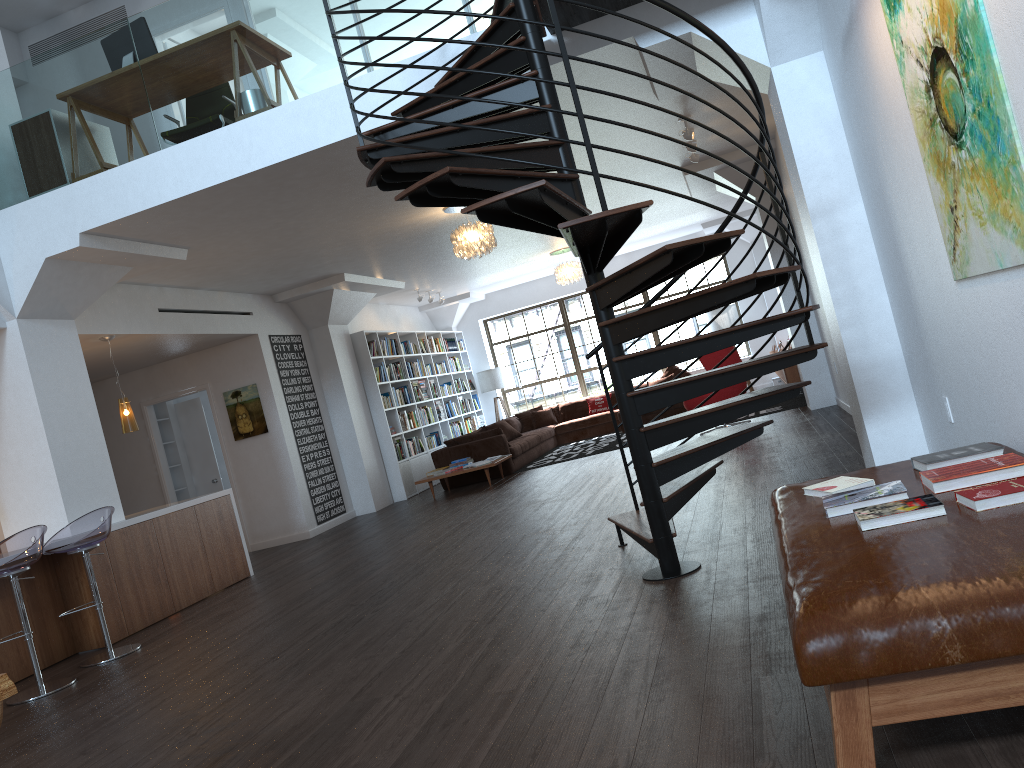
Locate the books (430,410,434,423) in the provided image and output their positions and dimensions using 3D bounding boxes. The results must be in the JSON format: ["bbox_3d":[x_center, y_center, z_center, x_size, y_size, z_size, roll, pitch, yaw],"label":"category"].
[{"bbox_3d":[-1.345,0.526,14.069,0.161,0.223,0.027,-15,0,14],"label":"books"}]

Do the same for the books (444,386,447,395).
[{"bbox_3d":[-1.170,0.133,14.994,0.107,0.167,0.016,-15,0,15],"label":"books"}]

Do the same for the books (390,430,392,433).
[{"bbox_3d":[-1.762,0.683,12.505,0.197,0.033,0.284,-14,0,-10],"label":"books"}]

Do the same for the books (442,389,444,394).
[{"bbox_3d":[-1.218,0.139,14.882,0.128,0.178,0.021,-15,0,15],"label":"books"}]

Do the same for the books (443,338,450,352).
[{"bbox_3d":[-1.223,-0.667,15.744,0.183,0.253,0.042,-15,0,15],"label":"books"}]

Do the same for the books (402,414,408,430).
[{"bbox_3d":[-1.631,0.579,12.993,0.171,0.246,0.057,-15,0,15],"label":"books"}]

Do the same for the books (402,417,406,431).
[{"bbox_3d":[-1.636,0.600,12.903,0.144,0.207,0.048,-15,0,15],"label":"books"}]

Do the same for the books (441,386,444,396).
[{"bbox_3d":[-1.226,0.138,14.859,0.134,0.184,0.029,-15,0,15],"label":"books"}]

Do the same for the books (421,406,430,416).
[{"bbox_3d":[-1.386,0.501,13.958,0.176,0.290,0.036,-15,0,14],"label":"books"}]

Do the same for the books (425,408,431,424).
[{"bbox_3d":[-1.381,0.519,13.922,0.183,0.253,0.034,-15,0,14],"label":"books"}]

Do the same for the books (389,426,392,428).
[{"bbox_3d":[-1.779,0.624,12.505,0.144,0.025,0.204,-15,0,5],"label":"books"}]

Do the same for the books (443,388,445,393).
[{"bbox_3d":[-1.190,0.145,14.930,0.110,0.153,0.017,-15,0,15],"label":"books"}]

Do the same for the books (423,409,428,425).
[{"bbox_3d":[-1.423,0.528,13.766,0.183,0.253,0.034,-15,0,14],"label":"books"}]

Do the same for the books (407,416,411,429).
[{"bbox_3d":[-1.598,0.583,13.112,0.161,0.223,0.026,-15,0,15],"label":"books"}]

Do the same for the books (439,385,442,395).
[{"bbox_3d":[-1.249,0.136,14.764,0.136,0.196,0.043,-15,0,15],"label":"books"}]

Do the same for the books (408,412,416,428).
[{"bbox_3d":[-1.558,0.559,13.275,0.183,0.253,0.034,-15,0,15],"label":"books"}]

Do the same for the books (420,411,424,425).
[{"bbox_3d":[-1.456,0.537,13.629,0.160,0.250,0.026,-15,0,14],"label":"books"}]

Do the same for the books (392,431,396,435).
[{"bbox_3d":[-1.754,0.716,12.504,0.197,0.035,0.284,-15,0,5],"label":"books"}]

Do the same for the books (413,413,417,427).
[{"bbox_3d":[-1.542,0.555,13.339,0.183,0.253,0.034,-15,0,15],"label":"books"}]

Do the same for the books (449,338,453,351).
[{"bbox_3d":[-1.174,-0.678,15.911,0.183,0.253,0.042,-15,0,15],"label":"books"}]

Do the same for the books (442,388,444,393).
[{"bbox_3d":[-1.205,0.139,14.898,0.109,0.171,0.017,-15,0,15],"label":"books"}]

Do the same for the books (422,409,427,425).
[{"bbox_3d":[-1.435,0.531,13.735,0.183,0.253,0.034,-15,0,14],"label":"books"}]

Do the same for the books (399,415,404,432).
[{"bbox_3d":[-1.677,0.589,12.812,0.189,0.247,0.057,-15,0,15],"label":"books"}]

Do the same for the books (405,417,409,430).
[{"bbox_3d":[-1.617,0.588,13.034,0.161,0.223,0.027,-15,0,15],"label":"books"}]

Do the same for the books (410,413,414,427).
[{"bbox_3d":[-1.567,0.572,13.242,0.168,0.231,0.037,-15,0,15],"label":"books"}]

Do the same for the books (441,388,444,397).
[{"bbox_3d":[-1.226,0.140,14.833,0.128,0.178,0.020,-15,0,15],"label":"books"}]

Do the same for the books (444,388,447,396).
[{"bbox_3d":[-1.175,0.137,14.971,0.106,0.162,0.030,-15,0,15],"label":"books"}]

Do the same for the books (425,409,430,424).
[{"bbox_3d":[-1.400,0.530,13.887,0.174,0.240,0.045,-15,0,14],"label":"books"}]

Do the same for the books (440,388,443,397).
[{"bbox_3d":[-1.243,0.133,14.795,0.127,0.200,0.020,-15,0,15],"label":"books"}]

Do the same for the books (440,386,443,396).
[{"bbox_3d":[-1.229,0.141,14.812,0.128,0.178,0.021,-15,0,15],"label":"books"}]

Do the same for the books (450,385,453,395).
[{"bbox_3d":[-1.097,0.117,15.303,0.120,0.167,0.020,-15,0,15],"label":"books"}]

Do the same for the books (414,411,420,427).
[{"bbox_3d":[-1.513,0.548,13.438,0.183,0.253,0.034,-15,0,15],"label":"books"}]

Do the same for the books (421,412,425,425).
[{"bbox_3d":[-1.444,0.548,13.653,0.161,0.223,0.026,-15,0,14],"label":"books"}]

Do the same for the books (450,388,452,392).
[{"bbox_3d":[-1.099,0.124,15.284,0.110,0.153,0.018,-15,0,15],"label":"books"}]

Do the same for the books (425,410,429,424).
[{"bbox_3d":[-1.399,0.538,13.851,0.161,0.223,0.027,-15,0,14],"label":"books"}]

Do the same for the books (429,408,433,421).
[{"bbox_3d":[-1.354,0.514,14.044,0.160,0.250,0.026,-15,0,14],"label":"books"}]

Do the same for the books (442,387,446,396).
[{"bbox_3d":[-1.188,0.138,14.948,0.120,0.167,0.019,-15,0,15],"label":"books"}]

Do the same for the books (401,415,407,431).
[{"bbox_3d":[-1.645,0.585,12.949,0.159,0.241,0.038,-15,0,15],"label":"books"}]

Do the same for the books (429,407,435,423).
[{"bbox_3d":[-1.349,0.512,14.100,0.183,0.253,0.034,-15,0,14],"label":"books"}]

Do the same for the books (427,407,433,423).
[{"bbox_3d":[-1.369,0.513,14.004,0.180,0.259,0.060,-15,0,14],"label":"books"}]

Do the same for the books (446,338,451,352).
[{"bbox_3d":[-1.207,-0.671,15.784,0.183,0.253,0.042,-15,0,15],"label":"books"}]

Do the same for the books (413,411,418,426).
[{"bbox_3d":[-1.522,0.552,13.410,0.160,0.250,0.026,-15,0,15],"label":"books"}]

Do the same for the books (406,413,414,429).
[{"bbox_3d":[-1.576,0.566,13.195,0.171,0.246,0.057,-15,0,15],"label":"books"}]

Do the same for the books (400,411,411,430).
[{"bbox_3d":[-1.618,0.554,13.074,0.176,0.290,0.053,-15,0,15],"label":"books"}]

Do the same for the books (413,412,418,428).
[{"bbox_3d":[-1.537,0.561,13.378,0.174,0.240,0.045,-15,0,15],"label":"books"}]

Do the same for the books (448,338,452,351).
[{"bbox_3d":[-1.187,-0.675,15.870,0.183,0.253,0.042,-15,0,15],"label":"books"}]

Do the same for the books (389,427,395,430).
[{"bbox_3d":[-1.774,0.652,12.501,0.174,0.032,0.254,-15,0,10],"label":"books"}]

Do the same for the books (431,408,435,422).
[{"bbox_3d":[-1.338,0.516,14.138,0.174,0.240,0.045,-15,0,14],"label":"books"}]

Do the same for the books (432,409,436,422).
[{"bbox_3d":[-1.317,0.520,14.169,0.161,0.223,0.026,-15,0,14],"label":"books"}]

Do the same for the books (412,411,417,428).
[{"bbox_3d":[-1.546,0.556,13.306,0.183,0.253,0.034,-15,0,15],"label":"books"}]

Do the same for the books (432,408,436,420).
[{"bbox_3d":[-1.321,0.517,14.203,0.168,0.231,0.037,-15,0,14],"label":"books"}]

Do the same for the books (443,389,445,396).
[{"bbox_3d":[-1.193,0.145,14.913,0.110,0.153,0.018,-15,0,15],"label":"books"}]

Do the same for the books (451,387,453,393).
[{"bbox_3d":[-1.083,0.116,15.327,0.106,0.162,0.032,-15,0,15],"label":"books"}]

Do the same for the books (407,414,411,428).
[{"bbox_3d":[-1.609,0.578,13.151,0.174,0.240,0.045,-15,0,15],"label":"books"}]

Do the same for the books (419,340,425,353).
[{"bbox_3d":[-1.540,-0.585,14.443,0.174,0.236,0.136,-15,0,14],"label":"books"}]

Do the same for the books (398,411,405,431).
[{"bbox_3d":[-1.654,0.557,12.857,0.140,0.298,0.044,-15,0,15],"label":"books"}]

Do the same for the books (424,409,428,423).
[{"bbox_3d":[-1.414,0.530,13.811,0.171,0.246,0.057,-15,0,14],"label":"books"}]
